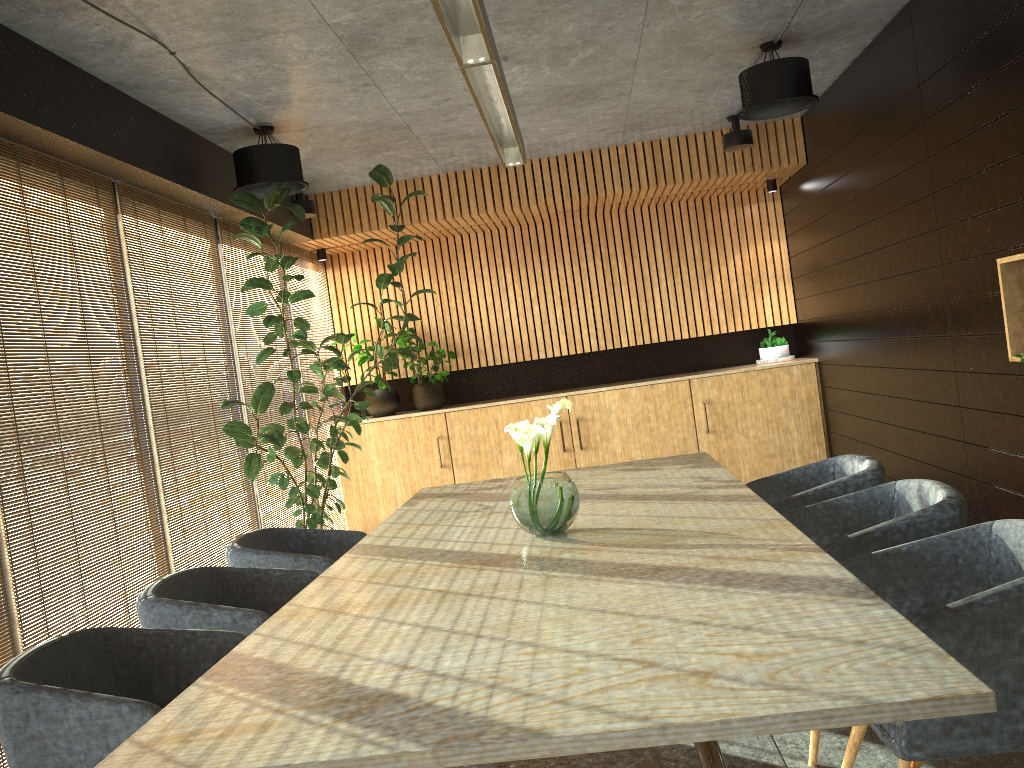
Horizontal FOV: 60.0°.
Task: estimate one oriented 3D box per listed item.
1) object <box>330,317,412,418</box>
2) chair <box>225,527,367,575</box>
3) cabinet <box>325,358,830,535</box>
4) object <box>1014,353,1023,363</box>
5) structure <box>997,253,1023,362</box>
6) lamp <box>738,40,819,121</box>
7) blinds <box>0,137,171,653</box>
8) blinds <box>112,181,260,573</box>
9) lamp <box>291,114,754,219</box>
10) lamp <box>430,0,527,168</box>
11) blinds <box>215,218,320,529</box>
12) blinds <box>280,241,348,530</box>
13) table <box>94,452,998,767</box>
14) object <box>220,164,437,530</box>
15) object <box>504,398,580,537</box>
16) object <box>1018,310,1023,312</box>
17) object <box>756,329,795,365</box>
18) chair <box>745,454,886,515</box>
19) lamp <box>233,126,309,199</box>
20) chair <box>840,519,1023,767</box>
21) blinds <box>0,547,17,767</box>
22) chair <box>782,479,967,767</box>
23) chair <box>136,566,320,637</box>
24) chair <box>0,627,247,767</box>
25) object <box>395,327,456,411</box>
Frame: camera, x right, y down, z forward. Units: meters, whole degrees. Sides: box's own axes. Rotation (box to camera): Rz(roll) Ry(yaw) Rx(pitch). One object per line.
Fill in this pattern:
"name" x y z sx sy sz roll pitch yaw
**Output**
"object" -1.465 -0.176 9.313 0.640 1.054 0.666 -9 2 -44
"chair" -1.047 1.224 4.704 0.761 0.944 0.706 -8 1 5
"cabinet" 0.652 0.703 9.262 4.954 1.272 1.006 -8 1 5
"object" 2.259 -0.280 3.468 0.401 0.633 0.445 -8 2 -14
"structure" 2.354 -0.458 3.132 0.242 1.130 2.172 -8 1 5
"lamp" 1.734 -2.031 5.864 0.513 0.497 0.513 -7 2 34
"blinds" -2.247 0.299 4.634 0.039 3.038 1.422 -8 1 5
"blinds" -2.129 0.244 6.096 0.039 3.038 1.422 -8 1 5
"lamp" 0.015 -1.930 7.870 4.179 0.294 0.257 -8 1 5
"lamp" -0.183 -1.617 3.638 0.151 0.618 4.009 -8 1 5
"blinds" -2.009 0.188 7.584 0.039 3.038 1.422 -8 1 5
"blinds" -1.891 0.134 9.046 0.039 3.038 1.422 -8 1 5
"table" 0.223 1.080 3.693 1.816 0.927 3.932 -8 1 5
"object" -1.626 0.071 7.010 1.958 3.266 1.875 -7 2 43
"object" 0.119 0.351 3.696 0.295 0.546 0.322 -8 2 15
"object" 2.409 -0.291 3.956 0.241 0.318 0.226 -9 2 -20
"object" 2.692 -0.395 9.129 0.384 0.347 0.384 -7 2 27
"chair" 1.521 0.871 4.484 0.761 0.944 0.706 -8 1 5
"lamp" -1.699 -1.558 6.158 0.513 0.497 0.513 -9 2 -24
"chair" 1.376 0.938 2.692 0.761 0.944 0.706 -8 1 5
"blinds" -2.177 0.414 0.582 1.388 3.075 6.486 -8 2 -14
"chair" 1.449 0.904 3.588 0.761 0.944 0.706 -8 1 5
"chair" -1.119 1.258 3.808 0.761 0.944 0.706 -8 1 5
"chair" -1.191 1.291 2.912 0.761 0.944 0.706 -8 1 5
"object" -0.948 -0.159 9.257 0.679 0.880 0.512 -8 2 8
